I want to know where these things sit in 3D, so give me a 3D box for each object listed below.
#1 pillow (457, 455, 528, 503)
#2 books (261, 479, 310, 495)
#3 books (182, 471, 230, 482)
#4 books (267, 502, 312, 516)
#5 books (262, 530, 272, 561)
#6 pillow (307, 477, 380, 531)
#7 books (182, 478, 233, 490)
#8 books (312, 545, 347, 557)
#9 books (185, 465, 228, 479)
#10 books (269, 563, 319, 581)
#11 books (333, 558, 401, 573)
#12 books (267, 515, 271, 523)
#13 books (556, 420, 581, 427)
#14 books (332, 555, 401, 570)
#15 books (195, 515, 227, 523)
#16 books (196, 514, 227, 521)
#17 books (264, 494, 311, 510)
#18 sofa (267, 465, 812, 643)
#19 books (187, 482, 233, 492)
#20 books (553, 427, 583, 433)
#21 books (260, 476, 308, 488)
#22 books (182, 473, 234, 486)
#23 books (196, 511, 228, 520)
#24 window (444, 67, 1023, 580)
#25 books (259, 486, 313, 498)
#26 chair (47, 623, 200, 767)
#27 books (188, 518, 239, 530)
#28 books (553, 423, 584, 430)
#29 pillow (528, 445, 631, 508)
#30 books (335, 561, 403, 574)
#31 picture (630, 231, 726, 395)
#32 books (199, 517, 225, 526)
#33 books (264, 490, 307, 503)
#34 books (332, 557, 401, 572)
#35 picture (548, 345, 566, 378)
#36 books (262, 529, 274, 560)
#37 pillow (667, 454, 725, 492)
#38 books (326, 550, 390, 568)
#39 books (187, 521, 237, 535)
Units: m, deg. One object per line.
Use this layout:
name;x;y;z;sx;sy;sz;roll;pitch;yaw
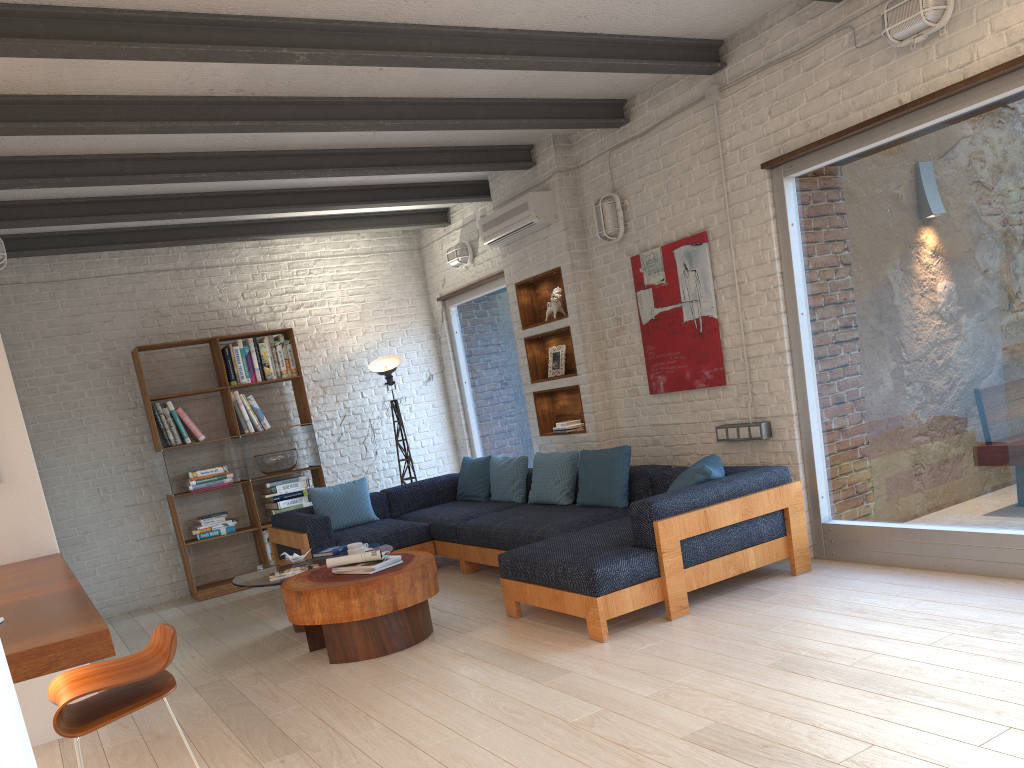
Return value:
pillow;-0.184;0.820;7.510;0.238;0.406;1.109;-14;3;-31
books;-2.086;0.946;8.015;0.372;0.066;0.245;-10;0;-35
books;-2.686;0.813;7.661;0.349;0.021;0.273;-10;0;-31
books;-2.058;1.148;8.044;0.356;0.056;0.282;-10;0;-27
books;-2.258;1.520;7.947;0.036;0.391;0.243;-15;9;-30
pillow;-1.431;1.030;7.400;0.545;0.417;0.223;-12;8;-30
books;-2.676;0.878;7.657;0.372;0.037;0.245;-10;0;-34
books;-1.290;1.188;6.202;0.164;0.023;0.226;-10;0;18
books;-2.684;0.773;7.656;0.321;0.056;0.255;-10;0;-27
books;-1.404;1.212;5.626;0.315;0.011;0.251;-10;0;-16
books;-0.849;1.062;5.108;0.321;0.011;0.246;-10;0;30
books;-2.037;1.205;8.038;0.372;0.066;0.245;-10;0;-35
books;0.455;0.318;7.013;0.131;0.034;0.205;-10;0;-20
books;-0.846;1.039;5.078;0.321;0.011;0.246;-10;0;35
books;-2.671;1.190;7.721;0.231;0.019;0.172;-10;0;-36
books;-2.664;1.175;7.716;0.238;0.008;0.156;-10;0;-29
books;-2.050;1.085;8.025;0.371;0.066;0.246;-10;0;-43
sofa;-0.181;1.087;6.227;2.043;0.672;3.956;-10;0;-30
books;-2.666;0.906;7.672;0.349;0.021;0.272;-10;0;-29
books;0.454;0.372;7.023;0.160;0.017;0.251;-10;0;-20
books;-2.096;0.895;8.000;0.373;0.037;0.244;-10;0;-29
books;-2.669;0.839;7.650;0.372;0.037;0.245;-10;0;-35
books;-2.658;1.161;7.703;0.248;0.017;0.162;-10;0;-29
window;2.464;-2.313;3.277;0.634;6.522;12.350;-15;5;-30
books;-2.077;0.988;8.003;0.437;0.021;0.272;-10;0;-29
chair;-1.192;1.199;2.805;0.415;0.791;0.402;-14;9;-29
books;-2.641;1.238;7.708;0.372;0.018;0.245;-10;0;-37
books;0.462;0.344;7.011;0.168;0.019;0.236;-10;0;-28
pillow;0.472;0.676;6.330;0.249;0.424;1.213;-14;3;-31
books;-0.837;1.071;5.098;0.321;0.011;0.246;-10;0;40
picture;1.090;-0.435;5.788;0.019;0.979;0.742;-15;8;-30
books;-2.658;1.215;7.722;0.202;0.034;0.132;-10;0;-29
books;-2.078;1.027;7.991;0.320;0.056;0.256;-10;0;-34
books;-0.847;1.051;5.088;0.321;0.011;0.246;-10;0;30
picture;0.370;-0.184;7.006;0.100;0.249;0.194;-17;9;-39
books;-2.235;1.516;7.979;0.036;0.391;0.243;-15;9;-30
pillow;1.060;0.620;5.127;0.380;0.334;0.550;-8;3;20
books;-0.897;1.035;5.139;0.323;0.111;0.268;-10;1;3
books;-2.655;1.269;7.714;0.373;0.037;0.244;-10;0;-29
